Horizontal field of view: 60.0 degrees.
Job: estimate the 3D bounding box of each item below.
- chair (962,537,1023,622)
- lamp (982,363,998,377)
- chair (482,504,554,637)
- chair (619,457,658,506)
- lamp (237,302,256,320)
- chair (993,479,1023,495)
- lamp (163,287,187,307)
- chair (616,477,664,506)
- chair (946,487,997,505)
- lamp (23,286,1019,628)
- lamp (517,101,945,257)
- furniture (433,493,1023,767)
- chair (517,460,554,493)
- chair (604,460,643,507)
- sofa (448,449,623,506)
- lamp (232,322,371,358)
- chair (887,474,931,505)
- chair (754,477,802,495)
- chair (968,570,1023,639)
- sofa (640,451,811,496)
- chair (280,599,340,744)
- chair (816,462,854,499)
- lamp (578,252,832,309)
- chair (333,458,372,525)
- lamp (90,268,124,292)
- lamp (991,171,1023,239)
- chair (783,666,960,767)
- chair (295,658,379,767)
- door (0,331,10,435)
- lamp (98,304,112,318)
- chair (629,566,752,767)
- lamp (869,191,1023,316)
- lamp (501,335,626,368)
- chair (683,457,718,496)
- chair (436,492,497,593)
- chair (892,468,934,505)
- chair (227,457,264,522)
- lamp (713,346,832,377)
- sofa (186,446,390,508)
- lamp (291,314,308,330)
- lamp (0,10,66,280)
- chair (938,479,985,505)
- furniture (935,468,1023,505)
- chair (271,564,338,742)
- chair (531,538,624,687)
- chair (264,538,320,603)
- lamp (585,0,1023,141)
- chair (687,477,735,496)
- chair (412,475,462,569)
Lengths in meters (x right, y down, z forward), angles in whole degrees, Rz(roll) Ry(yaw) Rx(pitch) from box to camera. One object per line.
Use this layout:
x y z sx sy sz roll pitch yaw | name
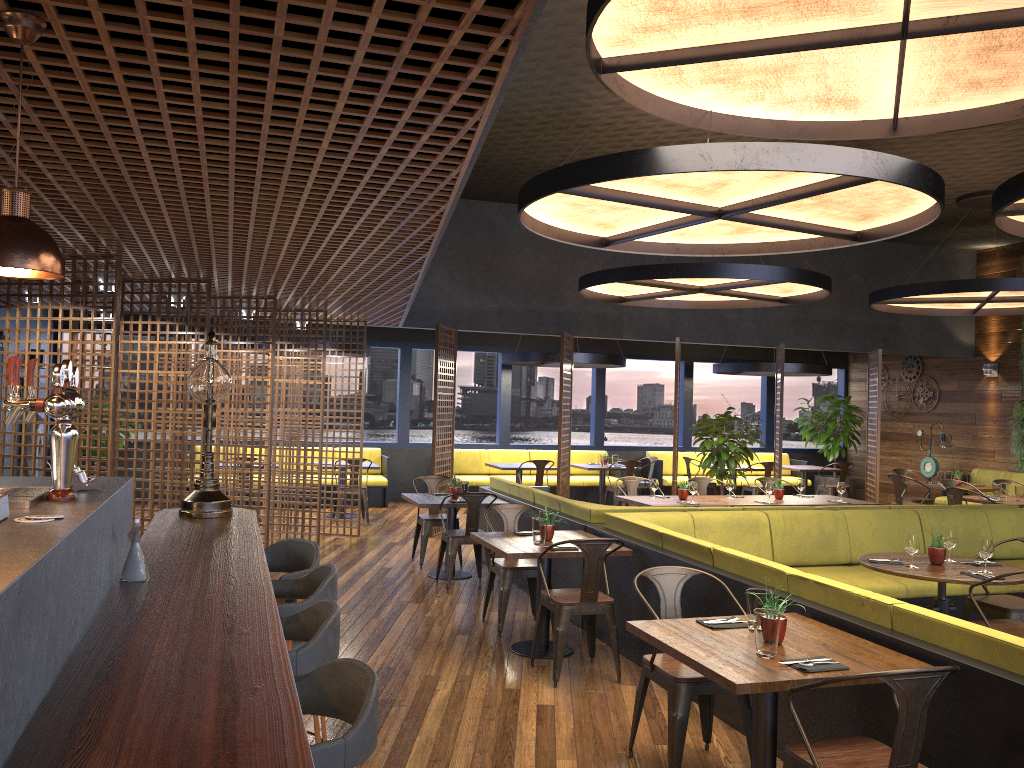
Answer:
3.334 1.493 5.899 0.541 0.917 0.504 2 -1 -17 | chair
7.741 -0.228 14.420 0.189 0.215 0.215 2 -1 -18 | lamp
0.047 1.416 6.851 0.504 0.917 0.541 2 -1 -17 | chair
2.069 1.634 14.362 0.541 0.917 0.504 2 -1 -17 | chair
-2.845 -0.781 9.538 0.228 0.172 0.228 2 -1 -18 | lamp
6.452 1.699 11.324 0.504 0.917 0.541 2 -1 -17 | chair
-3.163 -0.816 8.358 0.228 0.172 0.228 2 -1 -18 | lamp
1.436 1.523 9.972 0.504 0.917 0.541 2 -1 -17 | chair
5.274 1.640 10.151 0.541 0.917 0.504 2 -1 -17 | chair
0.086 0.551 8.319 9.057 2.714 3.017 2 -1 -18 | lamp
1.448 -1.841 6.110 2.778 1.475 2.778 2 -1 -14 | lamp
2.856 1.499 6.667 4.895 0.914 7.462 2 -1 -23 | furniture
0.339 1.556 13.087 0.504 0.917 0.541 2 -1 -17 | chair
1.700 1.605 13.523 0.504 0.917 0.541 2 -1 -17 | chair
0.364 1.605 15.208 3.061 0.914 0.966 2 -1 -18 | sofa
-3.029 -1.525 12.931 1.979 2.172 1.979 2 -1 -11 | lamp
5.404 1.684 12.065 0.541 0.917 0.504 2 -1 -17 | chair
3.156 1.585 10.522 0.504 0.917 0.541 2 -1 -17 | chair
2.925 1.465 5.117 0.504 0.917 0.541 2 -1 -17 | chair
3.971 1.736 16.363 3.061 0.914 0.966 2 -1 -18 | sofa
-0.801 1.243 2.878 0.483 1.048 0.438 1 -2 44 | chair
5.349 1.738 14.691 0.504 0.917 0.541 2 -1 -17 | chair
2.163 -1.737 10.057 2.778 1.475 2.778 2 -1 -18 | lamp
-2.215 1.464 12.270 0.504 0.917 0.541 2 -1 -17 | chair
-3.296 -0.844 7.215 0.228 0.172 0.228 2 -1 -18 | lamp
4.364 -1.776 5.129 2.778 1.475 2.778 1 -1 31 | lamp
1.236 1.372 3.090 0.504 0.917 0.541 2 -1 -17 | chair
-0.559 1.235 2.140 0.438 1.048 0.483 2 -1 -3 | chair
-5.672 0.560 9.424 0.052 2.386 2.441 2 -1 -18 | door
-4.526 -0.823 9.898 0.228 0.172 0.228 2 -1 -18 | lamp
0.856 1.386 4.276 0.504 0.917 0.541 2 -1 -17 | chair
6.020 -1.675 11.209 2.778 1.362 2.778 1 -2 37 | lamp
0.851 -1.385 14.172 1.979 2.172 1.979 1 -1 27 | lamp
3.113 1.673 14.760 0.541 0.917 0.504 2 -1 -17 | chair
-0.420 1.432 8.236 0.504 0.917 0.541 2 -1 -17 | chair
5.869 1.717 12.998 0.504 0.917 0.541 2 -1 -17 | chair
-3.576 1.414 11.834 0.504 0.917 0.541 2 -1 -17 | chair
4.513 -1.254 15.345 1.979 2.172 1.979 2 -1 -33 | lamp
-3.514 1.465 13.967 3.061 0.914 0.966 2 -1 -18 | sofa
-2.554 -0.748 10.740 0.228 0.172 0.228 2 -1 -18 | lamp
-1.301 -0.627 2.334 0.250 0.673 0.250 1 -1 15 | lamp
5.625 1.669 11.059 0.504 0.917 0.541 2 -1 -17 | chair
6.580 1.706 11.317 3.378 0.916 4.755 2 -1 -18 | furniture
-0.927 1.252 3.490 0.438 1.048 0.483 1 -1 11 | chair
0.427 1.403 5.664 0.504 0.917 0.541 2 -1 -17 | chair
-1.117 1.258 4.048 0.438 1.048 0.483 2 -1 -26 | chair
1.733 -2.056 3.891 2.778 1.159 2.778 1 -1 32 | lamp
2.299 1.554 10.248 0.504 0.917 0.541 2 -1 -17 | chair
-0.794 1.445 9.404 0.504 0.917 0.541 2 -1 -17 | chair
